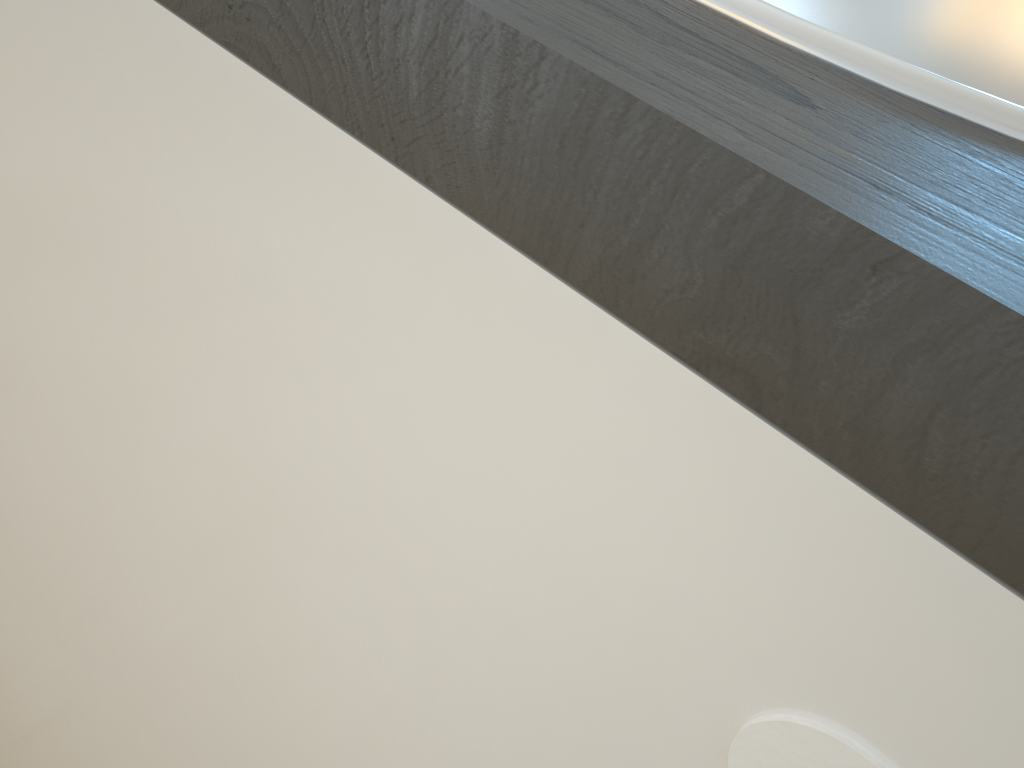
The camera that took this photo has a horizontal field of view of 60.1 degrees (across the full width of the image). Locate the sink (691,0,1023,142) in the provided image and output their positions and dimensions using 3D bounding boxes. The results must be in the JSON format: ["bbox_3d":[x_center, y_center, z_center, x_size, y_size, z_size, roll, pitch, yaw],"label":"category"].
[{"bbox_3d":[0.144,-0.118,0.395,0.403,0.152,0.417,5,41,-16],"label":"sink"}]

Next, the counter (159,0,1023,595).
[{"bbox_3d":[-0.057,-0.351,0.505,2.432,0.039,0.610,37,43,22],"label":"counter"}]
